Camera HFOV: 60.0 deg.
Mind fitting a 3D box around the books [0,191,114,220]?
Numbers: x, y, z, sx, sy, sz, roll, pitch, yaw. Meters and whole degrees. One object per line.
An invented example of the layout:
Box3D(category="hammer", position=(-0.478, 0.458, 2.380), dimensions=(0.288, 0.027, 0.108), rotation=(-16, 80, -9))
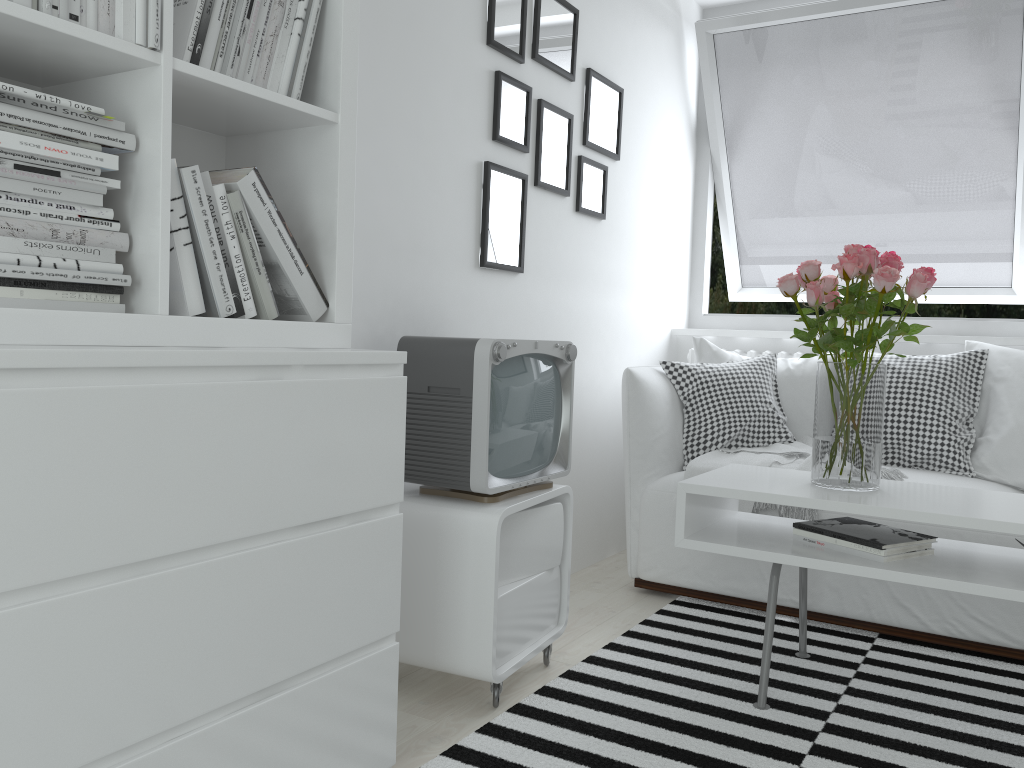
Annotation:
Box3D(category="books", position=(-0.739, -0.251, 1.230), dimensions=(0.182, 0.016, 0.288), rotation=(4, 4, 31))

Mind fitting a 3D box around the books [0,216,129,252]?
Box3D(category="books", position=(-0.728, -0.213, 1.252), dimensions=(0.180, 0.028, 0.296), rotation=(4, 4, 31))

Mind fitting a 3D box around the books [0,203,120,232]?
Box3D(category="books", position=(-0.734, -0.236, 1.240), dimensions=(0.182, 0.016, 0.288), rotation=(4, 4, 31))

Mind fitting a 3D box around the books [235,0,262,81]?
Box3D(category="books", position=(-0.502, -0.621, 1.540), dimensions=(0.161, 0.248, 0.077), rotation=(4, 4, 31))

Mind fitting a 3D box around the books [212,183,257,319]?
Box3D(category="books", position=(-0.522, -0.221, 1.500), dimensions=(0.161, 0.218, 0.101), rotation=(4, 4, 31))

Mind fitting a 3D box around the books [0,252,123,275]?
Box3D(category="books", position=(-0.724, -0.170, 1.229), dimensions=(0.182, 0.016, 0.288), rotation=(4, 4, 31))

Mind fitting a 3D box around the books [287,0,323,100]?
Box3D(category="books", position=(-0.435, -0.641, 1.639), dimensions=(0.182, 0.282, 0.090), rotation=(4, 4, 31))

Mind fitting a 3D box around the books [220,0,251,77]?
Box3D(category="books", position=(-0.513, -0.620, 1.517), dimensions=(0.161, 0.249, 0.078), rotation=(4, 4, 31))

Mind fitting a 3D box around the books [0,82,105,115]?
Box3D(category="books", position=(-0.719, -0.390, 1.206), dimensions=(0.161, 0.012, 0.254), rotation=(4, 4, 31))

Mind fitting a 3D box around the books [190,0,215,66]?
Box3D(category="books", position=(-0.545, -0.634, 1.461), dimensions=(0.159, 0.278, 0.085), rotation=(4, 4, 31))

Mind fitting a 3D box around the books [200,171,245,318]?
Box3D(category="books", position=(-0.534, -0.227, 1.473), dimensions=(0.152, 0.232, 0.104), rotation=(4, 4, 31))

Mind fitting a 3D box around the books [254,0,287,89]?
Box3D(category="books", position=(-0.488, -0.646, 1.603), dimensions=(0.180, 0.293, 0.103), rotation=(4, 4, 31))

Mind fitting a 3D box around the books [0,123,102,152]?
Box3D(category="books", position=(-0.726, -0.340, 1.212), dimensions=(0.161, 0.013, 0.254), rotation=(4, 4, 31))

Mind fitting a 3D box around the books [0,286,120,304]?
Box3D(category="books", position=(-0.757, -0.128, 1.240), dimensions=(0.232, 0.014, 0.308), rotation=(4, 3, 28))

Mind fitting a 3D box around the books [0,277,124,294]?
Box3D(category="books", position=(-0.763, -0.142, 1.246), dimensions=(0.251, 0.012, 0.312), rotation=(4, 4, 32))

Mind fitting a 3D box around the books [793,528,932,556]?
Box3D(category="books", position=(0.849, 0.374, 2.160), dimensions=(0.191, 0.014, 0.254), rotation=(0, 4, -34))

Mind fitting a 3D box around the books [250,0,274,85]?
Box3D(category="books", position=(-0.502, -0.639, 1.583), dimensions=(0.182, 0.282, 0.090), rotation=(4, 4, 31))

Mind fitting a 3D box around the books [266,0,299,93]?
Box3D(category="books", position=(-0.474, -0.634, 1.619), dimensions=(0.174, 0.269, 0.091), rotation=(4, 4, 31))

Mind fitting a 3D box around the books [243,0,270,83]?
Box3D(category="books", position=(-0.501, -0.626, 1.558), dimensions=(0.167, 0.258, 0.085), rotation=(4, 4, 31))

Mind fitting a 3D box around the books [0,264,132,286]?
Box3D(category="books", position=(-0.713, -0.153, 1.230), dimensions=(0.182, 0.016, 0.288), rotation=(4, 4, 31))

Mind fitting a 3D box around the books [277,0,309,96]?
Box3D(category="books", position=(-0.457, -0.642, 1.634), dimensions=(0.182, 0.282, 0.090), rotation=(4, 4, 31))

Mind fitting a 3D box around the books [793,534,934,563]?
Box3D(category="books", position=(0.850, 0.389, 2.157), dimensions=(0.191, 0.014, 0.259), rotation=(0, 4, -32))

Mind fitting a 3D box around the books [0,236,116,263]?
Box3D(category="books", position=(-0.725, -0.188, 1.227), dimensions=(0.174, 0.021, 0.273), rotation=(4, 4, 31))

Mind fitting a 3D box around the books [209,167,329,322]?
Box3D(category="books", position=(-0.466, -0.242, 1.590), dimensions=(0.176, 0.255, 0.226), rotation=(4, 4, 31))

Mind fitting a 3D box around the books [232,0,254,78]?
Box3D(category="books", position=(-0.511, -0.636, 1.535), dimensions=(0.159, 0.278, 0.085), rotation=(4, 4, 31))

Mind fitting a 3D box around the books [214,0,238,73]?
Box3D(category="books", position=(-0.539, -0.637, 1.519), dimensions=(0.182, 0.282, 0.090), rotation=(4, 4, 31))

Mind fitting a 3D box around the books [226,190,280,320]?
Box3D(category="books", position=(-0.498, -0.219, 1.531), dimensions=(0.161, 0.213, 0.118), rotation=(4, 4, 31))

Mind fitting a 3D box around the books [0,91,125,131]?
Box3D(category="books", position=(-0.708, -0.378, 1.218), dimensions=(0.159, 0.012, 0.285), rotation=(4, 4, 31))

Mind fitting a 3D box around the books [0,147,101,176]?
Box3D(category="books", position=(-0.722, -0.306, 1.204), dimensions=(0.161, 0.013, 0.256), rotation=(4, 4, 31))

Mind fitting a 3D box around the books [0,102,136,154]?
Box3D(category="books", position=(-0.719, -0.359, 1.222), dimensions=(0.176, 0.025, 0.331), rotation=(4, 4, 31))

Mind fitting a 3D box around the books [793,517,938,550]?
Box3D(category="books", position=(0.856, 0.361, 2.161), dimensions=(0.207, 0.012, 0.257), rotation=(0, 4, -31))

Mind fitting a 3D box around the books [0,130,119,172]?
Box3D(category="books", position=(-0.717, -0.323, 1.218), dimensions=(0.174, 0.021, 0.273), rotation=(4, 4, 31))

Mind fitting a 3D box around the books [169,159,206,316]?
Box3D(category="books", position=(-0.580, -0.229, 1.412), dimensions=(0.172, 0.239, 0.093), rotation=(4, 4, 31))

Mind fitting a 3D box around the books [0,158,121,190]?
Box3D(category="books", position=(-0.719, -0.295, 1.227), dimensions=(0.159, 0.012, 0.285), rotation=(4, 4, 31))

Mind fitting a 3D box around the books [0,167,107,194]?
Box3D(category="books", position=(-0.720, -0.282, 1.215), dimensions=(0.161, 0.012, 0.254), rotation=(4, 4, 31))

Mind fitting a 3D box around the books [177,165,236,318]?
Box3D(category="books", position=(-0.548, -0.227, 1.444), dimensions=(0.172, 0.235, 0.112), rotation=(4, 4, 31))

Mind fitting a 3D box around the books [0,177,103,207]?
Box3D(category="books", position=(-0.731, -0.267, 1.214), dimensions=(0.167, 0.017, 0.263), rotation=(4, 4, 31))
